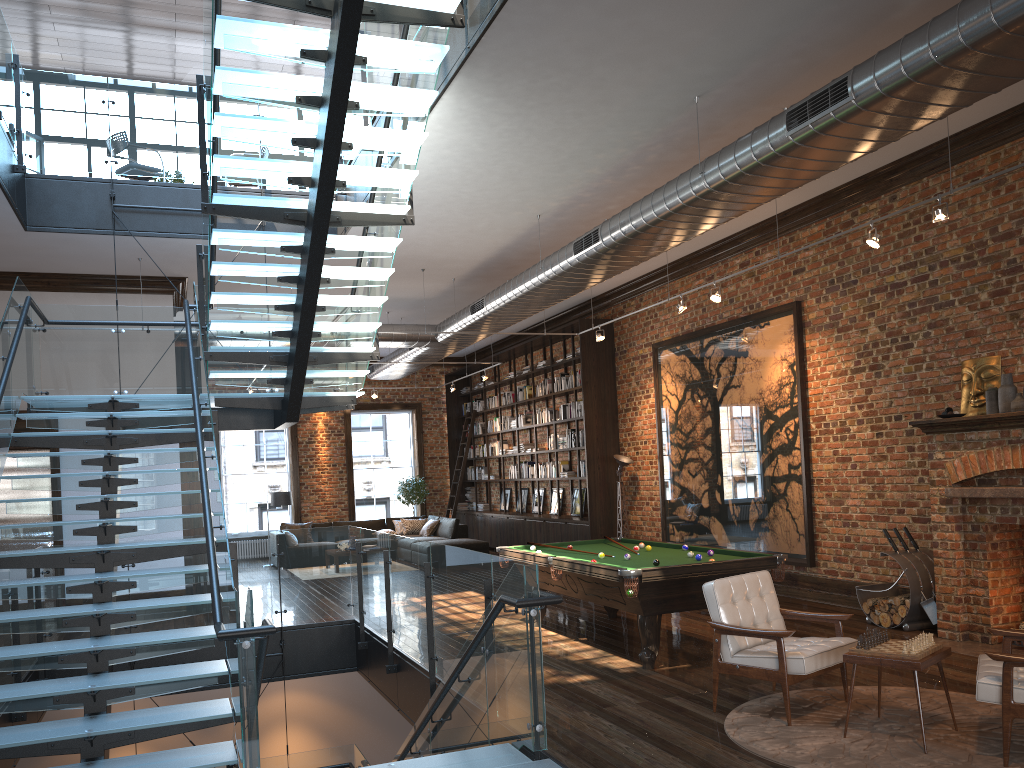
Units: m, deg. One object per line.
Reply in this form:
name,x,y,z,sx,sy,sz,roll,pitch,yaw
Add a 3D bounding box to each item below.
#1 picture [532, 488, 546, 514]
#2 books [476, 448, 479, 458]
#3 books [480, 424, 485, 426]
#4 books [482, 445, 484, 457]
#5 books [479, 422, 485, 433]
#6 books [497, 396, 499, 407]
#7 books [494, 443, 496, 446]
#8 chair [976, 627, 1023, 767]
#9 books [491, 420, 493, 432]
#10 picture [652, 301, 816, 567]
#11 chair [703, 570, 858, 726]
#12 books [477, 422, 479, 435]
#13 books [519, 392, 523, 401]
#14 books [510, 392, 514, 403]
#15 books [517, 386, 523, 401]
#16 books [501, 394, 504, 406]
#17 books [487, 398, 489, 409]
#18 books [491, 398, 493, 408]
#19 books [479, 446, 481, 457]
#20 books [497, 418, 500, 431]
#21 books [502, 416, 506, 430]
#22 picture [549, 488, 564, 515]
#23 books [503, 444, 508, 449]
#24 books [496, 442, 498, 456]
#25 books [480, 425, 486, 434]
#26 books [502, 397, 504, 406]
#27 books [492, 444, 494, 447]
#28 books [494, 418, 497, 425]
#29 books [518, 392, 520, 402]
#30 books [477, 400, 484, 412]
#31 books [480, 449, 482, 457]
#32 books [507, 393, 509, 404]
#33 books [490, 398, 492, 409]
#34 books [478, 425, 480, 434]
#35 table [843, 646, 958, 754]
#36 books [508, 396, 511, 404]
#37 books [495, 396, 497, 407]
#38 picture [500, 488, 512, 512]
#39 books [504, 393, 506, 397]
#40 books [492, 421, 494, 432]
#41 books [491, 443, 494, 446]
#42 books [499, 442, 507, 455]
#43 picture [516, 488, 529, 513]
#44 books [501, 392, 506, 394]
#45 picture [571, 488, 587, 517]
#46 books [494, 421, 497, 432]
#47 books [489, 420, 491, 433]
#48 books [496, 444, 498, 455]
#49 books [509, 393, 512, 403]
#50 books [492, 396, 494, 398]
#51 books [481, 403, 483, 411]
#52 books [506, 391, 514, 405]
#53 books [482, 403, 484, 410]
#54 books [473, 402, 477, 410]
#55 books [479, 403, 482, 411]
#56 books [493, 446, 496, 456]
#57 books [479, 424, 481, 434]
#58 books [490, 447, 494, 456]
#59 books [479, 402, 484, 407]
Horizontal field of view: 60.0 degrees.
picture,0.518,2.275,17.268,0.112,0.497,0.509,-2,-3,-21
books,-0.705,1.555,20.110,0.231,0.224,0.024,-2,-1,-21
books,-0.621,1.014,19.893,0.166,0.249,0.080,-2,-2,-21
books,-0.589,1.498,19.861,0.164,0.277,0.013,-2,-1,-21
books,-0.646,1.005,19.961,0.190,0.281,0.006,-2,-1,-21
books,-0.223,0.376,18.799,0.183,0.251,0.015,-2,-1,-21
books,-0.301,1.412,19.174,0.159,0.284,0.014,-2,-1,-21
chair,2.865,1.526,4.679,0.743,0.863,0.769,-4,-3,29
books,-0.366,0.918,19.250,0.174,0.285,0.091,-2,-1,-21
picture,2.728,0.736,11.463,0.080,2.994,3.216,-2,-3,-21
chair,1.757,1.689,5.780,0.768,0.864,0.744,0,-4,-41
books,-0.705,1.015,20.098,0.183,0.292,0.006,-2,-1,-21
books,0.243,0.253,17.537,0.193,0.202,0.027,-2,-1,-21
books,0.053,0.295,18.093,0.143,0.250,0.078,-2,-1,-21
books,0.188,0.210,17.708,0.186,0.328,0.069,-2,-1,-21
books,-0.135,0.340,18.549,0.192,0.266,0.016,-2,-1,-21
books,-0.441,0.432,19.367,0.183,0.274,0.013,-2,-1,-21
books,-0.359,0.425,19.152,0.156,0.237,0.034,-2,-1,-21
books,-0.658,1.528,20.054,0.180,0.263,0.015,-2,-1,-21
books,-0.210,0.867,18.811,0.178,0.285,0.088,-2,-1,-21
books,-0.112,0.823,18.561,0.183,0.313,0.013,-2,-1,-21
picture,0.831,2.178,16.453,0.112,0.497,0.509,-2,-3,-21
books,-0.144,1.388,18.749,0.147,0.232,0.036,-2,-1,-21
books,-0.256,1.392,18.987,0.183,0.283,0.011,-2,-1,-21
books,-0.620,1.032,19.871,0.185,0.210,0.069,-2,-2,-21
books,-0.118,0.366,18.487,0.187,0.200,0.030,-2,-1,-21
books,-0.348,1.432,19.246,0.177,0.263,0.042,-2,-1,-21
books,-0.292,0.877,19.024,0.171,0.314,0.014,-2,-1,-21
books,0.201,0.266,17.697,0.172,0.210,0.057,-2,-1,-21
books,-0.678,0.499,19.946,0.190,0.279,0.017,-2,-1,-21
books,-0.629,1.551,19.962,0.175,0.195,0.031,-2,-1,-21
books,-0.018,0.311,18.253,0.185,0.252,0.030,-2,-1,-21
books,-0.393,0.429,19.253,0.178,0.254,0.036,-2,-1,-21
books,-0.662,1.039,19.982,0.186,0.218,0.021,-2,-1,-21
table,2.226,1.782,5.105,0.464,0.493,0.516,-6,-4,44
books,0.009,0.334,18.203,0.166,0.194,0.030,-2,-1,-21
books,-0.275,0.387,18.941,0.160,0.264,0.011,-2,-1,-21
picture,-0.136,2.476,18.970,0.112,0.497,0.509,-2,-3,-21
books,-0.092,0.319,18.462,0.159,0.285,0.014,-2,-1,-21
books,-0.349,0.924,19.165,0.174,0.256,0.027,-2,-1,-21
books,-0.358,1.423,19.279,0.169,0.289,0.026,-2,-1,-21
books,-0.181,1.367,18.791,0.188,0.286,0.013,-2,-1,-21
picture,0.216,2.368,18.055,0.112,0.497,0.509,-2,-3,-21
books,-0.167,0.330,18.677,0.166,0.315,0.016,-2,-1,-21
picture,1.172,2.073,15.565,0.112,0.497,0.509,-2,-3,-21
books,-0.281,0.911,19.001,0.181,0.241,0.036,-2,-1,-21
books,-0.414,0.934,19.357,0.174,0.282,0.113,-2,-2,-21
books,-0.240,1.401,18.932,0.183,0.251,0.015,-2,-1,-21
books,0.038,0.299,18.125,0.168,0.248,0.072,-2,-1,-21
books,-0.353,0.404,19.180,0.159,0.284,0.014,-2,-1,-21
books,-0.608,0.528,19.831,0.170,0.194,0.084,-2,-2,-21
books,-0.037,0.300,18.304,0.176,0.288,0.030,-2,-1,-21
books,-0.593,0.523,19.820,0.136,0.202,0.086,-2,-2,-21
books,-0.769,0.537,20.139,0.234,0.251,0.028,-2,-1,-21
books,-0.641,0.523,19.874,0.173,0.213,0.025,-2,-1,-21
books,-0.309,1.449,19.153,0.186,0.207,0.017,-2,-1,-21
books,-0.644,1.015,19.932,0.183,0.254,0.046,-2,-1,-21
books,-0.354,1.458,19.196,0.235,0.202,0.046,-1,-1,-21
books,-0.642,0.522,19.895,0.181,0.219,0.015,-2,-1,-21
